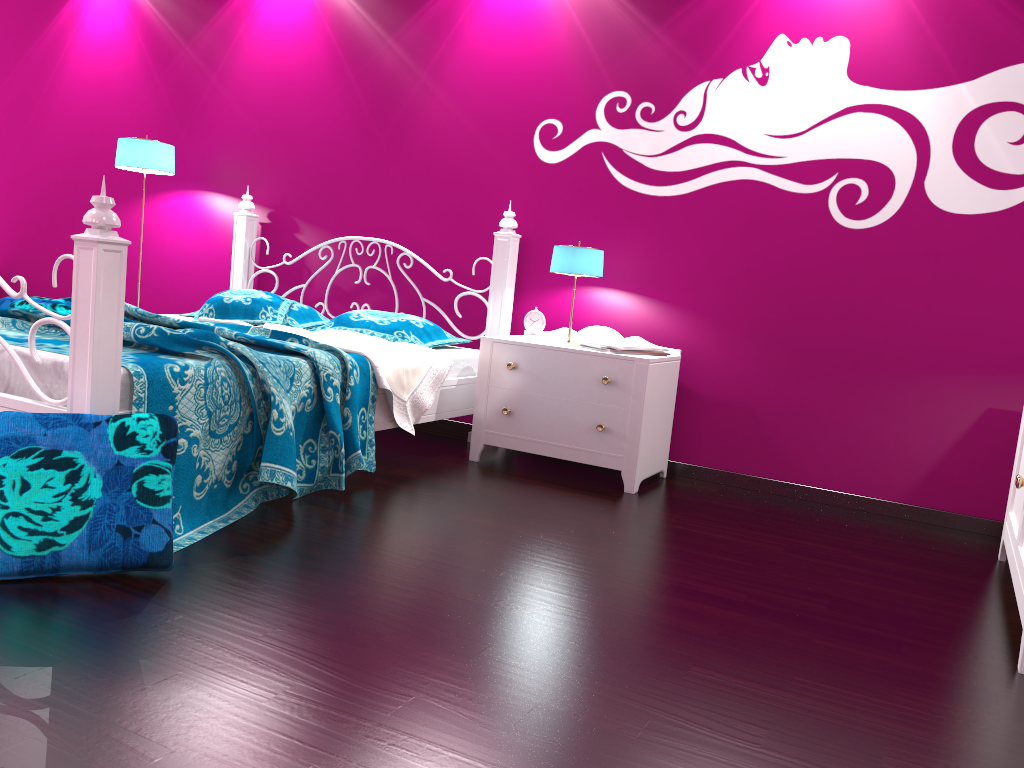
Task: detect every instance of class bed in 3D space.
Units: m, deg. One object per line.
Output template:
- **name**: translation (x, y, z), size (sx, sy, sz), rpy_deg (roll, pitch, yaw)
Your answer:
- **bed**: translation (-1.310, -0.344, 3.571), size (2.167, 1.143, 2.317), rpy_deg (9, 7, 26)

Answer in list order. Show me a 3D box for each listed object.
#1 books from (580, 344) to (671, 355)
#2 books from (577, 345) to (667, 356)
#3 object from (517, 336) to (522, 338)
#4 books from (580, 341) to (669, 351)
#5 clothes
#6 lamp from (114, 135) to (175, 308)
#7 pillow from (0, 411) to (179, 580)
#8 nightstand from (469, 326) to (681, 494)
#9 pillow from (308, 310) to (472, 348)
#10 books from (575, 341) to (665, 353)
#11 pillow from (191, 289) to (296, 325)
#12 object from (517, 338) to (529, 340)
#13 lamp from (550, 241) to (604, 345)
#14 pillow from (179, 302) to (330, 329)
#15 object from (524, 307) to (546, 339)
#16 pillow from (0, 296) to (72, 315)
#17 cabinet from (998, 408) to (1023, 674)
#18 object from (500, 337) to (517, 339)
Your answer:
- **books**: translation (0.465, -0.142, 3.645), size (0.300, 0.007, 0.220), rpy_deg (2, 7, -28)
- **books**: translation (0.452, -0.136, 3.646), size (0.300, 0.007, 0.220), rpy_deg (1, 8, -34)
- **object**: translation (0.033, -0.206, 3.887), size (0.020, 0.006, 0.021), rpy_deg (0, 9, -42)
- **books**: translation (0.461, -0.153, 3.638), size (0.300, 0.012, 0.221), rpy_deg (0, 9, -40)
- **clothes**: translation (-0.833, -0.048, 3.691), size (1.036, 0.376, 0.553), rpy_deg (8, 7, 21)
- **lamp**: translation (-2.030, -0.669, 4.844), size (0.303, 1.352, 0.303), rpy_deg (4, 7, -19)
- **pillow**: translation (-1.006, 0.256, 2.096), size (0.402, 0.357, 0.264), rpy_deg (3, 7, -23)
- **nightstand**: translation (0.266, 0.061, 3.759), size (0.742, 0.616, 0.455), rpy_deg (9, 7, 26)
- **pillow**: translation (-0.588, -0.262, 4.113), size (0.717, 0.141, 0.401), rpy_deg (9, 7, 28)
- **books**: translation (0.442, -0.153, 3.653), size (0.300, 0.007, 0.220), rpy_deg (3, 7, -25)
- **pillow**: translation (-1.255, -0.358, 4.184), size (0.404, 0.176, 0.418), rpy_deg (5, 7, -6)
- **object**: translation (0.039, -0.191, 3.771), size (0.073, 0.003, 0.073), rpy_deg (5, 7, -11)
- **lamp**: translation (0.267, -0.392, 3.804), size (0.229, 0.438, 0.229), rpy_deg (4, 7, -19)
- **pillow**: translation (-1.245, -0.365, 4.427), size (0.717, 0.141, 0.401), rpy_deg (8, 7, 21)
- **object**: translation (0.100, -0.272, 3.926), size (0.106, 0.140, 0.033), rpy_deg (9, 7, 29)
- **pillow**: translation (-1.809, -0.271, 3.445), size (0.404, 0.127, 0.425), rpy_deg (11, 8, 36)
- **cabinet**: translation (1.653, 0.298, 2.396), size (0.506, 0.734, 1.142), rpy_deg (9, 7, 26)
- **object**: translation (-0.013, -0.197, 3.758), size (0.073, 0.006, 0.073), rpy_deg (5, 7, -11)
